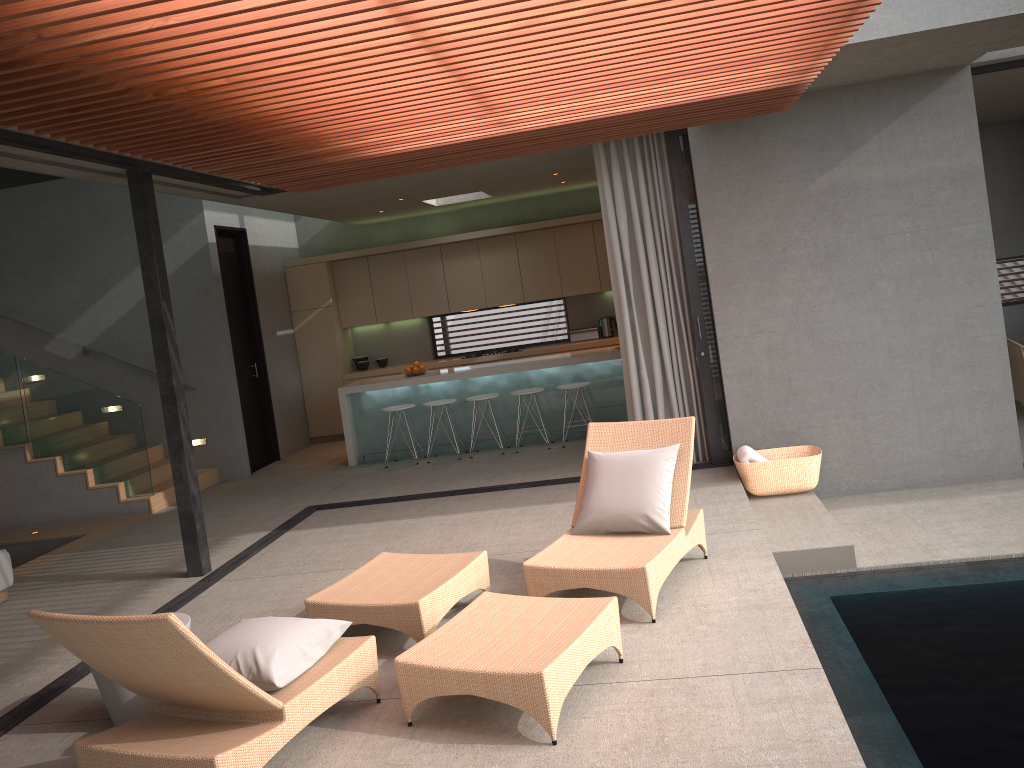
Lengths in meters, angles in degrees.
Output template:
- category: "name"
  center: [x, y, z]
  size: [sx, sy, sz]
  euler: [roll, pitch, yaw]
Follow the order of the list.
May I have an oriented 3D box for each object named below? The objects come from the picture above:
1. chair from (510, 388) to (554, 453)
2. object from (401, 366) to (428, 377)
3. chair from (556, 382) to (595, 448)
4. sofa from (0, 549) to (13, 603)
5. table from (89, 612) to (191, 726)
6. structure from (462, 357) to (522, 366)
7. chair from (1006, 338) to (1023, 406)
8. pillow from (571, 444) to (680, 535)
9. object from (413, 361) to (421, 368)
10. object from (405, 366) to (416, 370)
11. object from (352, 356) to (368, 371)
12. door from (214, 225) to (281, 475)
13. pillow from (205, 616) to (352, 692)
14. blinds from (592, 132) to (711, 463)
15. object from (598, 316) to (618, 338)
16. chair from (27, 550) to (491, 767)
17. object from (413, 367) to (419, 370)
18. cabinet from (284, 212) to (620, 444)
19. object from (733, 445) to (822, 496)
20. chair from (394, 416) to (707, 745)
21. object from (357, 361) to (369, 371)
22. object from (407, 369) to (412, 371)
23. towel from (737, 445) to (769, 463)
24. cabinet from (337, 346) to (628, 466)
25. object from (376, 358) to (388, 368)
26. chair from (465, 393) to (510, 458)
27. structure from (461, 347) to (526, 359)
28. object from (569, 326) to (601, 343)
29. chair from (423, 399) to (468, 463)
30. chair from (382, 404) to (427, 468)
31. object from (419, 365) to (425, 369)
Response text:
- category: "chair"
  center: [0.207, 0.381, 9.534]
  size: [0.381, 0.622, 0.384]
  euler: [-8, 2, 9]
- category: "object"
  center: [-1.126, -0.142, 10.288]
  size: [0.315, 0.082, 0.317]
  euler: [-7, 6, 9]
- category: "chair"
  center: [0.701, 0.318, 9.456]
  size: [0.381, 0.622, 0.384]
  euler: [-8, 2, 9]
- category: "sofa"
  center: [-4.518, 1.350, 6.084]
  size: [1.593, 0.731, 1.019]
  euler: [-7, 4, 9]
- category: "table"
  center: [-1.730, 1.357, 4.149]
  size: [0.476, 0.392, 0.476]
  euler: [-9, 4, -9]
- category: "structure"
  center: [-0.238, -0.063, 11.852]
  size: [0.826, 0.500, 0.080]
  euler: [-7, 1, 9]
- category: "chair"
  center: [5.257, -0.098, 8.814]
  size: [0.629, 0.861, 0.620]
  euler: [-8, 3, 9]
- category: "pillow"
  center: [0.668, 0.617, 5.158]
  size: [0.606, 0.426, 0.430]
  euler: [-6, 4, 27]
- category: "object"
  center: [-1.113, -0.218, 10.312]
  size: [0.094, 0.094, 0.095]
  euler: [-6, 4, 29]
- category: "object"
  center: [-1.186, -0.152, 10.276]
  size: [0.097, 0.100, 0.173]
  euler: [-11, 5, -36]
- category: "object"
  center: [-2.157, -0.291, 12.638]
  size: [0.226, 0.187, 0.225]
  euler: [-9, 4, -13]
- category: "door"
  center: [-2.682, 0.487, 8.363]
  size: [15.380, 4.466, 5.775]
  euler: [-10, 4, -18]
- category: "pillow"
  center: [-1.090, 1.139, 3.807]
  size: [0.593, 0.194, 0.598]
  euler: [-6, 6, 21]
- category: "blinds"
  center: [1.286, -0.756, 7.741]
  size: [0.884, 2.928, 0.230]
  euler: [-8, 1, 6]
- category: "object"
  center: [1.315, -0.779, 12.036]
  size: [0.277, 0.285, 0.178]
  euler: [-7, 3, 15]
- category: "chair"
  center: [-0.932, 1.028, 4.099]
  size: [0.697, 0.825, 2.313]
  euler: [-7, 5, 24]
- category: "object"
  center: [-1.108, -0.151, 10.199]
  size: [0.086, 0.087, 0.087]
  euler: [-8, 4, 0]
- category: "cabinet"
  center: [0.616, -0.846, 11.311]
  size: [7.456, 2.563, 1.975]
  euler: [-7, 3, 9]
- category: "object"
  center: [2.120, 0.704, 7.010]
  size: [0.678, 0.300, 0.448]
  euler: [-7, 4, 9]
- category: "chair"
  center: [0.329, 0.807, 4.481]
  size: [0.697, 0.825, 2.314]
  euler: [-7, 6, 29]
- category: "object"
  center: [-2.087, -0.252, 12.458]
  size: [0.169, 0.126, 0.170]
  euler: [-9, 4, -4]
- category: "object"
  center: [-1.187, -0.138, 10.223]
  size: [0.081, 0.081, 0.081]
  euler: [-5, 4, 38]
- category: "towel"
  center: [1.965, 0.667, 7.027]
  size: [0.308, 0.311, 0.371]
  euler: [-8, 4, 10]
- category: "cabinet"
  center: [0.154, 0.187, 10.121]
  size: [4.113, 0.898, 0.805]
  euler: [-7, 3, 9]
- category: "object"
  center: [-1.836, -0.298, 12.552]
  size: [0.169, 0.126, 0.170]
  euler: [-9, 4, -4]
- category: "chair"
  center: [-0.280, 0.443, 9.610]
  size: [0.381, 0.622, 0.384]
  euler: [-8, 2, 9]
- category: "structure"
  center: [-0.244, -0.410, 12.091]
  size: [0.837, 0.091, 0.467]
  euler: [-7, 6, 9]
- category: "object"
  center: [0.999, -0.679, 12.126]
  size: [0.399, 0.159, 0.242]
  euler: [-7, 5, 9]
- category: "chair"
  center: [-0.748, 0.503, 9.686]
  size: [0.381, 0.622, 0.384]
  euler: [-8, 2, 9]
- category: "chair"
  center: [-1.211, 0.561, 9.760]
  size: [0.381, 0.622, 0.384]
  euler: [-8, 2, 9]
- category: "object"
  center: [-1.044, -0.170, 10.265]
  size: [0.094, 0.094, 0.094]
  euler: [-8, 4, -2]
